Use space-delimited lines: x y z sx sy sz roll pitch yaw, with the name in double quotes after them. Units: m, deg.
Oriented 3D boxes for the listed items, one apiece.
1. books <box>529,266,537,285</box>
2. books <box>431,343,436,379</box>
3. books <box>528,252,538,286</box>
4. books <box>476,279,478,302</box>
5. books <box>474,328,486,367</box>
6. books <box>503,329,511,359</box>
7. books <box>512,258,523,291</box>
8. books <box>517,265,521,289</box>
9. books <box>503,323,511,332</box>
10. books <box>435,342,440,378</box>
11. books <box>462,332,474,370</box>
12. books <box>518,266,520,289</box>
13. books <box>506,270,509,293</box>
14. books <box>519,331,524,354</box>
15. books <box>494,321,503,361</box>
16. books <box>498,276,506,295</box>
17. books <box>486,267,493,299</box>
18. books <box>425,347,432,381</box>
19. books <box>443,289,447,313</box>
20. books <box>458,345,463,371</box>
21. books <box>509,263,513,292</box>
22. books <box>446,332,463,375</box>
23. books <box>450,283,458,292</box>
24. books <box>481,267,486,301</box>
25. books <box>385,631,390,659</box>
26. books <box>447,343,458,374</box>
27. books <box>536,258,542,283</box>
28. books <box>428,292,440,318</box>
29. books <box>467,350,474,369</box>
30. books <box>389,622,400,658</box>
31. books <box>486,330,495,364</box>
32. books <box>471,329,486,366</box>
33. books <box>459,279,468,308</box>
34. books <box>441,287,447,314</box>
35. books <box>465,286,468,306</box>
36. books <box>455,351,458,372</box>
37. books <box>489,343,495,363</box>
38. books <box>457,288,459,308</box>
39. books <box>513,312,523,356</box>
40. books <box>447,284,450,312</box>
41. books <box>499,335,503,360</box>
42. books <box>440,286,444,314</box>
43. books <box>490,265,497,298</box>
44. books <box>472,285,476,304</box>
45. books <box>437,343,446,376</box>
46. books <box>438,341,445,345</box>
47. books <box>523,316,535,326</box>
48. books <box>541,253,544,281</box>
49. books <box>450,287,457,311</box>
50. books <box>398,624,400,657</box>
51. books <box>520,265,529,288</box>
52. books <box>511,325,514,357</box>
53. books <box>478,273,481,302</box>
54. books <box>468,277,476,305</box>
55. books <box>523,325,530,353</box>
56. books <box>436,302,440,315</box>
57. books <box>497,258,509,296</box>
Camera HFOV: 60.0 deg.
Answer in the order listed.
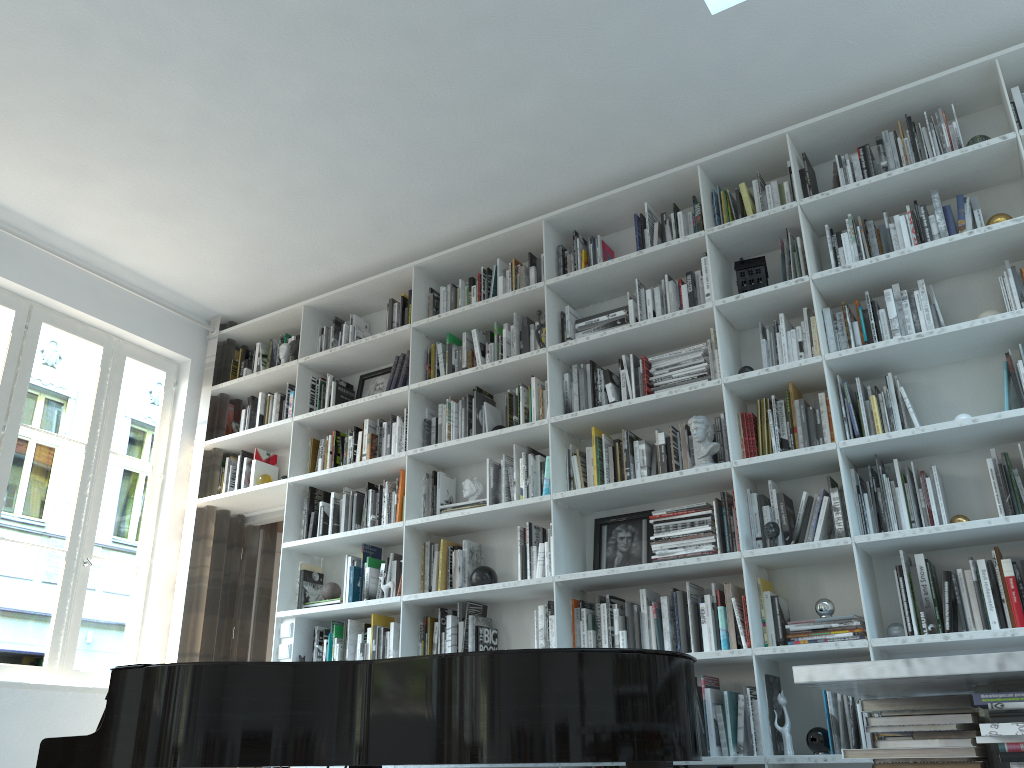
0.151 -0.503 4.684 0.031 0.184 0.177 -14 -26 29 "books"
-0.393 -0.065 4.884 0.013 0.282 0.159 -14 -26 29 "books"
0.135 -0.543 4.718 0.013 0.284 0.160 -14 -26 29 "books"
-0.151 -0.443 4.876 0.013 0.233 0.155 -14 -26 29 "books"
-0.160 -0.133 4.773 0.013 0.314 0.135 -14 -26 29 "books"
0.011 -0.150 4.627 0.021 0.225 0.192 -14 -26 29 "books"
0.059 -0.518 4.748 0.014 0.265 0.192 -14 -26 29 "books"
0.078 -0.503 4.738 0.021 0.227 0.161 -14 -26 29 "books"
0.004 -0.165 4.669 0.026 0.285 0.138 -14 -26 29 "books"
-0.373 -0.073 4.871 0.010 0.286 0.148 -14 -26 29 "books"
-0.213 -0.118 4.780 0.023 0.292 0.156 -14 -26 29 "books"
0.086 -0.501 4.715 0.013 0.206 0.178 -14 -26 29 "books"
0.015 -0.485 4.787 0.026 0.234 0.134 -14 -26 29 "books"
0.088 -0.152 4.609 0.024 0.212 0.150 -14 -26 29 "books"
-0.048 -0.167 4.689 0.012 0.306 0.145 -14 -26 29 "books"
-0.014 -0.460 4.785 0.031 0.189 0.182 -14 -26 29 "books"
-0.090 -0.482 4.841 0.013 0.275 0.165 -14 -26 29 "books"
-0.416 -0.054 4.876 0.023 0.255 0.175 -14 -26 29 "books"
-0.326 -0.394 4.967 0.023 0.219 0.182 -14 -26 29 "books"
-0.235 -0.078 4.778 0.029 0.218 0.158 -14 -26 29 "books"
0.032 -0.504 4.784 0.014 0.268 0.157 -14 -26 29 "books"
-0.303 -0.108 4.826 0.012 0.313 0.172 -14 -26 29 "books"
-0.292 -0.417 4.952 0.012 0.248 0.174 -14 -26 29 "books"
-0.123 -0.482 4.868 0.010 0.297 0.151 -14 -26 29 "books"
-0.579 1.363 4.430 0.025 0.228 0.153 -14 -26 29 "books"
-0.284 -0.079 4.803 0.031 0.241 0.182 -14 -26 29 "books"
0.180 -0.530 4.688 0.026 0.236 0.149 -14 -26 29 "books"
-0.414 -0.380 5.019 0.029 0.236 0.156 -14 -26 29 "books"
-0.183 -0.069 4.752 0.034 0.179 0.160 -14 -26 29 "books"
-0.541 1.328 4.395 0.021 0.264 0.186 -14 -26 29 "books"
-0.084 -0.135 4.709 0.027 0.264 0.169 -14 -26 29 "books"
-0.136 -0.138 4.726 0.075 0.284 0.179 -14 -26 29 "books"
-0.244 -0.435 4.931 0.010 0.263 0.161 -14 -26 29 "books"
-0.347 -0.402 4.990 0.031 0.253 0.146 -14 -26 29 "books"
-0.215 -0.416 4.937 0.025 0.233 0.130 -14 -26 29 "books"
-0.253 -0.062 4.793 0.024 0.200 0.154 -14 -26 29 "books"
-0.064 -0.104 4.674 0.028 0.179 0.168 -14 -26 29 "books"
-0.255 -0.407 4.924 0.015 0.206 0.167 -14 -26 29 "books"
0.062 -0.201 4.620 0.011 0.312 0.184 -14 -26 29 "books"
-0.305 -0.412 4.964 0.023 0.250 0.171 -14 -26 29 "books"
-0.018 -0.129 4.653 0.010 0.207 0.174 -14 -26 29 "books"
-0.359 -0.401 5.023 0.021 0.277 0.141 -14 -26 29 "books"
-0.064 -0.488 4.823 0.052 0.271 0.173 -14 -26 29 "books"
-0.167 -0.422 4.883 0.030 0.200 0.152 -14 -26 29 "books"
-0.337 -0.073 4.855 0.067 0.273 0.168 -14 -26 29 "books"
-0.371 -0.073 4.899 0.014 0.307 0.130 -14 -26 29 "books"
0.109 -0.192 4.614 0.022 0.289 0.147 -14 -26 29 "books"
0.208 -0.544 4.686 0.030 0.260 0.152 -14 -26 29 "books"
-0.281 -0.406 4.924 0.029 0.207 0.179 -14 -26 29 "books"
-0.516 1.333 4.400 0.013 0.259 0.143 -14 -26 29 "books"
0.101 -0.503 4.702 0.026 0.199 0.187 -14 -26 29 "books"
0.042 -0.165 4.637 0.028 0.259 0.136 -14 -26 29 "books"
-0.134 -0.459 4.862 0.013 0.250 0.184 -14 -26 29 "books"
-0.188 -0.443 4.917 0.028 0.266 0.152 -14 -26 29 "books"
0.120 -0.171 4.572 0.030 0.217 0.183 -14 -26 29 "books"
-0.383 -0.356 5.008 0.024 0.182 0.133 -14 -26 29 "books"
-0.030 -0.510 4.826 0.014 0.314 0.166 -14 -26 29 "books"
